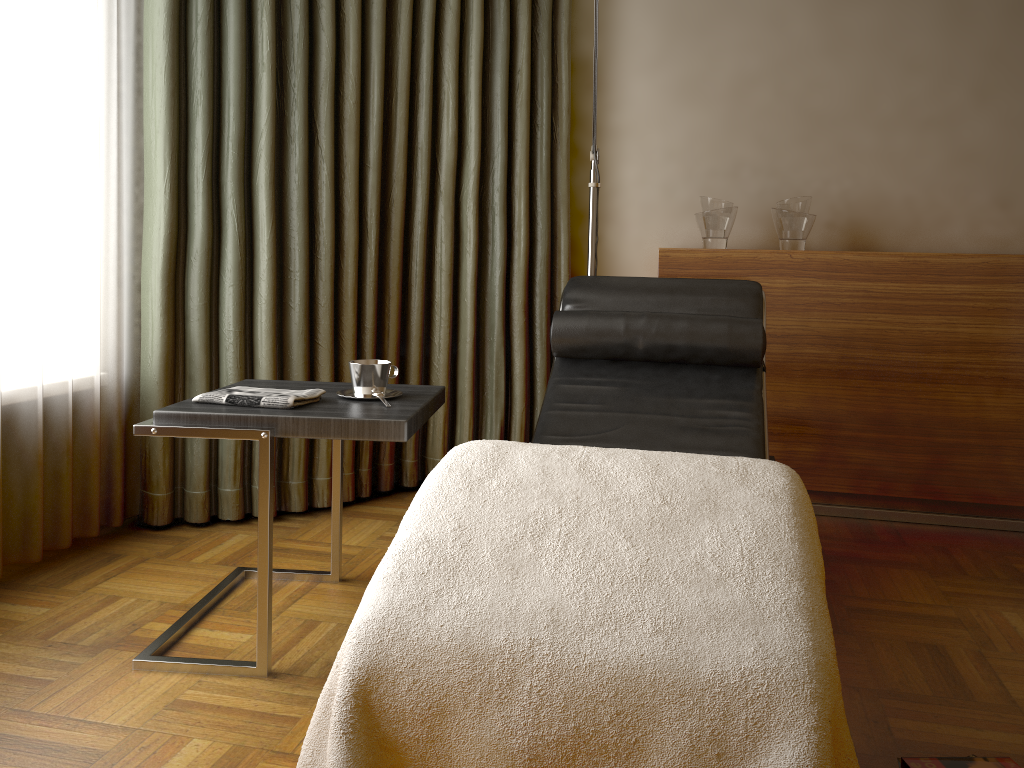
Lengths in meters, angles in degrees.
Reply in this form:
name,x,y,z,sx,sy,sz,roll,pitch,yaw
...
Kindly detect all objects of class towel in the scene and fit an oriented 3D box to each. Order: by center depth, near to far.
name,x,y,z,sx,sy,sz,roll,pitch,yaw
towel,-0.540,0.028,1.918,0.241,0.035,0.180,4,8,17

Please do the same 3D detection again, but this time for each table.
name,x,y,z,sx,sy,sz,roll,pitch,yaw
table,-0.444,0.051,1.997,0.517,0.045,0.503,2,8,4

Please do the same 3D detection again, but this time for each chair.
name,x,y,z,sx,sy,sz,roll,pitch,yaw
chair,0.273,0.174,1.923,0.636,0.792,1.800,2,7,13

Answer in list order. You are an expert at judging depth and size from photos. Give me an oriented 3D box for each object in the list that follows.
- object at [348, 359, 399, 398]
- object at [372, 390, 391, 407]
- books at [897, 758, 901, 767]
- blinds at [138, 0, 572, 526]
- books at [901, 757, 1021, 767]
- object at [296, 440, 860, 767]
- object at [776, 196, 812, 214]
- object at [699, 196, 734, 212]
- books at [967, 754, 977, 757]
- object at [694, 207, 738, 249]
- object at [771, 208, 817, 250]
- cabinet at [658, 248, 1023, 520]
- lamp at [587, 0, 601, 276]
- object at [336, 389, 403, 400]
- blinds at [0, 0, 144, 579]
name,x,y,z,sx,sy,sz,roll,pitch,yaw
object,-0.322,-0.012,2.019,0.098,0.078,0.111,3,6,14
object,-0.283,0.031,1.922,0.029,0.019,0.124,-1,8,-18
books,0.724,0.637,1.308,0.265,0.020,0.190,4,8,17
blinds,-0.440,-0.835,3.007,1.533,2.441,0.225,-1,4,-32
books,0.694,0.598,1.317,0.173,0.018,0.124,1,8,-3
object,0.135,0.389,1.419,0.918,0.517,0.915,3,7,13
object,0.997,-0.587,3.130,0.122,0.149,0.123,1,5,-7
object,0.736,-0.602,3.191,0.122,0.149,0.123,1,5,-5
books,0.693,0.615,1.325,0.173,0.018,0.124,-3,9,-27
object,0.735,-0.563,3.192,0.156,0.153,0.156,-2,6,-30
object,0.996,-0.549,3.132,0.155,0.153,0.157,2,5,3
cabinet,1.362,-0.028,3.113,1.675,0.858,0.418,3,4,13
lamp,0.272,-0.404,2.189,0.452,1.957,1.422,2,4,16
object,-0.325,0.024,2.014,0.150,0.009,0.151,4,8,18
blinds,-1.356,-0.602,1.593,0.092,2.278,2.209,2,5,13
